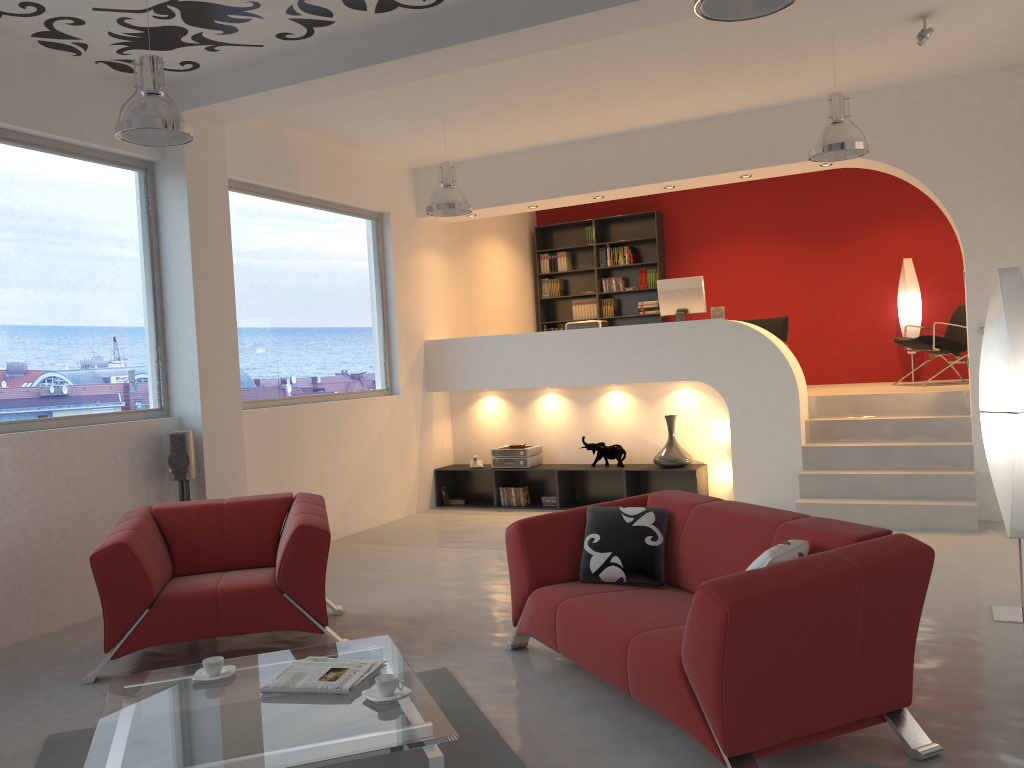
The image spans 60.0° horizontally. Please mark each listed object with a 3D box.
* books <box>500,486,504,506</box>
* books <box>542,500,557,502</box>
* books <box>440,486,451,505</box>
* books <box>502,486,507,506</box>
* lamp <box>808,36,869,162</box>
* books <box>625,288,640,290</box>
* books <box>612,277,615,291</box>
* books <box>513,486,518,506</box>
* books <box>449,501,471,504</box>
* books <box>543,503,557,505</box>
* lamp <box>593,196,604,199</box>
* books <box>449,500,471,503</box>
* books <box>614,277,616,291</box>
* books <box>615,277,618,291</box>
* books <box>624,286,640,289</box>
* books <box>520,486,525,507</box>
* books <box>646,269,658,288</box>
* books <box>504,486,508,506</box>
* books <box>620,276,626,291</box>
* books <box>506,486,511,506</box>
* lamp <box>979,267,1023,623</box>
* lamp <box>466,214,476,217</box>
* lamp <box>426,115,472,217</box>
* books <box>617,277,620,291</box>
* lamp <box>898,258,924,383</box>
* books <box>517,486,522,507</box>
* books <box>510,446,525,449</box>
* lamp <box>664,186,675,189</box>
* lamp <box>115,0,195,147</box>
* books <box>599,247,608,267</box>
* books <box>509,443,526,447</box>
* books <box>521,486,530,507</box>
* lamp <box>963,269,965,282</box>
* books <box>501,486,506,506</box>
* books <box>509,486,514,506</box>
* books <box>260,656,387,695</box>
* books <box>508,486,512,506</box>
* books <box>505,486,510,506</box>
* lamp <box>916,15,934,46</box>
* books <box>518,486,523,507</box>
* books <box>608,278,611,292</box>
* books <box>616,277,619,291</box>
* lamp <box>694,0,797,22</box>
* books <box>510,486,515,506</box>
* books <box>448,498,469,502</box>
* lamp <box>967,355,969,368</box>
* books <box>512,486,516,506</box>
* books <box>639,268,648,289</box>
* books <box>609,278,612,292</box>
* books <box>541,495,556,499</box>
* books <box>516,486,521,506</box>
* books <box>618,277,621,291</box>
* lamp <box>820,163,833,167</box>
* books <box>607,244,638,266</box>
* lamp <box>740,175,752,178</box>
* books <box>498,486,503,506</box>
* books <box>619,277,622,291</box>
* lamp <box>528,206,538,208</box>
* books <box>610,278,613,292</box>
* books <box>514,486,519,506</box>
[{"bbox_3d":[-0.077,1.139,9.034,0.031,0.190,0.135,-3,1,26],"label":"books"},{"bbox_3d":[0.417,1.157,8.847,0.190,0.015,0.135,-3,1,26],"label":"books"},{"bbox_3d":[-0.696,1.173,9.340,0.063,0.187,0.135,-3,1,26],"label":"books"},{"bbox_3d":[-0.050,1.137,9.021,0.031,0.190,0.135,-3,1,26],"label":"books"},{"bbox_3d":[2.159,-1.925,5.919,0.379,0.800,0.379,-3,1,-3],"label":"lamp"},{"bbox_3d":[1.536,-1.196,11.171,0.190,0.015,0.135,-3,1,26],"label":"books"},{"bbox_3d":[1.318,-1.258,11.275,0.031,0.190,0.135,-3,1,26],"label":"books"},{"bbox_3d":[0.057,1.132,8.967,0.031,0.190,0.135,-3,1,26],"label":"books"},{"bbox_3d":[-0.551,1.247,9.328,0.190,0.015,0.135,-3,1,26],"label":"books"},{"bbox_3d":[0.423,1.187,8.846,0.190,0.015,0.135,-3,1,26],"label":"books"},{"bbox_3d":[0.834,-1.794,8.537,0.105,0.011,0.105,-3,1,15],"label":"lamp"},{"bbox_3d":[-0.547,1.232,9.326,0.190,0.015,0.135,-3,1,26],"label":"books"},{"bbox_3d":[1.332,-1.259,11.268,0.031,0.190,0.135,-3,1,26],"label":"books"},{"bbox_3d":[1.345,-1.259,11.262,0.031,0.190,0.135,-3,1,26],"label":"books"},{"bbox_3d":[1.526,-1.210,11.175,0.190,0.015,0.135,-3,1,31],"label":"books"},{"bbox_3d":[0.124,1.129,8.934,0.031,0.190,0.135,-3,1,26],"label":"books"},{"bbox_3d":[1.773,-1.304,11.039,0.146,0.240,0.170,-3,1,26],"label":"books"},{"bbox_3d":[-0.037,1.137,9.014,0.031,0.190,0.135,-3,1,26],"label":"books"},{"bbox_3d":[1.412,-1.262,11.228,0.031,0.190,0.135,-3,1,26],"label":"books"},{"bbox_3d":[-0.010,1.135,9.001,0.031,0.190,0.135,-3,1,26],"label":"books"},{"bbox_3d":[2.572,0.300,4.525,0.313,1.779,0.313,-2,1,34],"label":"lamp"},{"bbox_3d":[-0.420,-1.736,9.157,0.105,0.011,0.105,-3,1,30],"label":"lamp"},{"bbox_3d":[-0.536,-1.800,7.252,0.379,0.800,0.379,-3,1,-3],"label":"lamp"},{"bbox_3d":[1.372,-1.261,11.248,0.031,0.190,0.135,-3,1,26],"label":"books"},{"bbox_3d":[4.358,-0.696,9.701,0.237,1.349,0.237,-2,1,34],"label":"lamp"},{"bbox_3d":[0.098,1.130,8.948,0.031,0.190,0.135,-3,1,26],"label":"books"},{"bbox_3d":[0.058,0.638,8.993,0.135,0.015,0.190,-3,1,6],"label":"books"},{"bbox_3d":[1.461,-1.823,8.227,0.105,0.011,0.105,-3,1,15],"label":"lamp"},{"bbox_3d":[-1.860,-1.669,4.563,0.379,0.800,0.379,-4,1,-35],"label":"lamp"},{"bbox_3d":[1.188,-1.602,11.314,0.090,0.256,0.181,-3,1,26],"label":"books"},{"bbox_3d":[0.058,0.623,9.003,0.135,0.015,0.190,-3,1,11],"label":"books"},{"bbox_3d":[0.138,1.129,8.928,0.031,0.190,0.135,-3,1,26],"label":"books"},{"bbox_3d":[3.665,-0.880,7.189,0.011,0.105,0.105,-3,1,26],"label":"lamp"},{"bbox_3d":[-0.064,1.138,9.027,0.031,0.190,0.135,-3,1,26],"label":"books"},{"bbox_3d":[0.017,1.134,8.987,0.031,0.190,0.135,-3,1,26],"label":"books"},{"bbox_3d":[-0.708,1.092,3.319,0.367,0.035,0.345,-3,1,16],"label":"books"},{"bbox_3d":[0.003,1.135,8.994,0.031,0.190,0.135,-3,1,26],"label":"books"},{"bbox_3d":[-0.023,1.136,9.007,0.031,0.190,0.135,-3,1,26],"label":"books"},{"bbox_3d":[2.634,-2.255,5.657,0.118,0.176,0.112,-4,1,-21],"label":"lamp"},{"bbox_3d":[0.111,1.130,8.941,0.031,0.190,0.135,-3,1,26],"label":"books"},{"bbox_3d":[1.265,-1.256,11.301,0.031,0.190,0.135,-3,1,26],"label":"books"},{"bbox_3d":[1.359,-1.260,11.255,0.031,0.190,0.135,-3,1,26],"label":"books"},{"bbox_3d":[0.836,-1.794,3.230,0.379,0.800,0.379,-3,1,19],"label":"lamp"},{"bbox_3d":[0.030,1.134,8.981,0.031,0.190,0.135,-3,1,26],"label":"books"},{"bbox_3d":[-0.562,1.218,9.333,0.190,0.015,0.135,-3,1,26],"label":"books"},{"bbox_3d":[3.705,-0.182,7.204,0.011,0.105,0.105,-3,1,26],"label":"lamp"},{"bbox_3d":[0.044,1.133,8.974,0.031,0.190,0.135,-3,1,26],"label":"books"},{"bbox_3d":[1.665,-1.307,11.093,0.090,0.256,0.181,-3,1,26],"label":"books"},{"bbox_3d":[1.278,-1.256,11.295,0.031,0.190,0.135,-3,1,26],"label":"books"},{"bbox_3d":[0.403,1.128,8.853,0.190,0.015,0.135,-3,1,21],"label":"books"},{"bbox_3d":[0.084,1.131,8.954,0.031,0.190,0.135,-3,1,26],"label":"books"},{"bbox_3d":[1.385,-1.261,11.242,0.031,0.190,0.135,-3,1,26],"label":"books"},{"bbox_3d":[2.698,-1.881,7.616,0.105,0.011,0.105,-3,1,15],"label":"lamp"},{"bbox_3d":[1.389,-1.625,11.188,0.341,0.286,0.231,-3,1,26],"label":"books"},{"bbox_3d":[2.088,-1.853,7.917,0.105,0.011,0.105,-3,1,15],"label":"lamp"},{"bbox_3d":[-0.091,1.139,9.041,0.031,0.190,0.135,-3,1,26],"label":"books"},{"bbox_3d":[1.399,-1.262,11.235,0.031,0.190,0.135,-3,1,26],"label":"books"},{"bbox_3d":[0.207,-1.765,8.847,0.105,0.011,0.105,-3,1,15],"label":"lamp"},{"bbox_3d":[1.291,-1.257,11.288,0.031,0.190,0.135,-3,1,26],"label":"books"},{"bbox_3d":[0.071,1.132,8.961,0.031,0.190,0.135,-3,1,26],"label":"books"}]
